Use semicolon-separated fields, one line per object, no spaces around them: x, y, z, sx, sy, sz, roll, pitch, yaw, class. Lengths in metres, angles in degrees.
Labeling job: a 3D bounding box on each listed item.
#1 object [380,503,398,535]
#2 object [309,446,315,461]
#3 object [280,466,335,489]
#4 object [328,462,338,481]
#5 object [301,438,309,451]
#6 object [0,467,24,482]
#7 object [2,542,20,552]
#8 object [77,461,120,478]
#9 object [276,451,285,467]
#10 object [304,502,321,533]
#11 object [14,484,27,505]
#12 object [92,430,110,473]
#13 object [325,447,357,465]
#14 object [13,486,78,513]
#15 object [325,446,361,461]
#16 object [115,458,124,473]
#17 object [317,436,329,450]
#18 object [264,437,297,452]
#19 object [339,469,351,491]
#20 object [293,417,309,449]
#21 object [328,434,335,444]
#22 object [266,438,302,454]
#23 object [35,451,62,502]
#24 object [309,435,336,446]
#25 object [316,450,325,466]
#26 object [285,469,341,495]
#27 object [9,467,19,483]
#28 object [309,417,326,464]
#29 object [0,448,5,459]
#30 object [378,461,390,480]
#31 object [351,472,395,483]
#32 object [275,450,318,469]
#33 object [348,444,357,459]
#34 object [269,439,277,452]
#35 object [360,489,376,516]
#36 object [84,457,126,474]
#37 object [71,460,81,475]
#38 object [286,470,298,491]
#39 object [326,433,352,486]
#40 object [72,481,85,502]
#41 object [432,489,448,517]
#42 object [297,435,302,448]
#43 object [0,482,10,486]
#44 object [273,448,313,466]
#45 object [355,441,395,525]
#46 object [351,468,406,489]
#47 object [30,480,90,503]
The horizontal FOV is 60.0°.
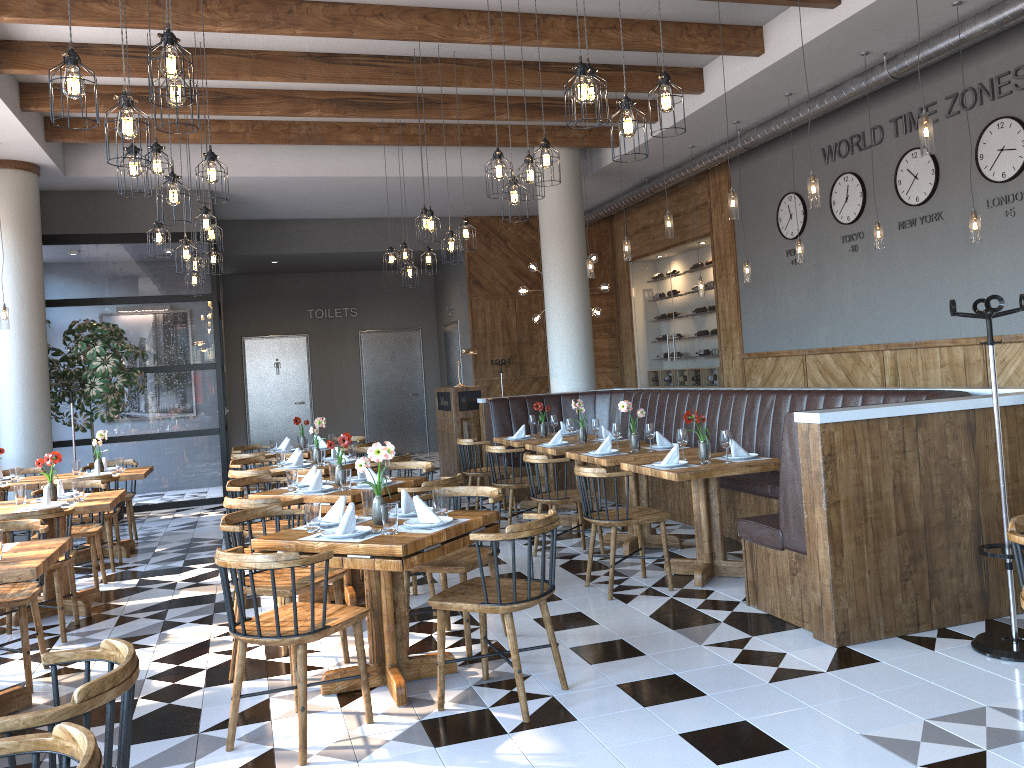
-0.548;0.609;3.989;0.080;0.132;0.080;-3;-1;-42;object
-1.802;0.631;8.062;0.080;0.132;0.080;-4;-1;-2;object
-1.398;0.631;6.118;0.272;0.137;0.352;-4;1;28;object
-1.261;0.622;6.286;0.080;0.132;0.080;-4;-1;-12;object
-2.161;0.636;9.276;0.080;0.132;0.080;-4;-1;-2;object
-4.732;0.824;8.194;0.352;0.137;0.271;-4;0;-17;object
-2.614;0.742;4.290;0.352;0.137;0.271;-4;0;-17;object
-3.723;0.760;7.948;0.352;0.137;0.271;-4;0;-17;object
-2.005;0.650;7.677;0.080;0.132;0.080;-4;-1;-2;object
-0.941;0.633;4.189;0.080;0.132;0.080;-3;-1;-42;object
-3.417;0.769;6.161;0.080;0.132;0.080;-3;-1;-32;object
-3.806;0.629;8.216;0.146;0.400;0.206;-3;-1;-24;object
-1.467;0.612;7.653;0.272;0.137;0.352;-4;1;28;object
-3.093;0.749;5.882;0.352;0.137;0.271;-4;0;-17;object
-1.583;0.614;8.012;0.351;0.137;0.272;-4;0;28;object
-3.619;0.752;8.180;0.080;0.132;0.080;-3;-1;-32;object
-2.019;0.621;9.452;0.272;0.137;0.352;-4;1;28;object
-2.496;0.650;9.697;0.272;0.137;0.352;-4;1;28;object
-1.070;0.618;5.700;0.080;0.132;0.080;-4;-1;-2;object
-2.291;0.528;9.599;0.171;0.355;0.156;-4;-1;30;object
-1.965;0.617;9.671;0.080;0.132;0.080;-4;-1;8;object
-2.380;0.647;9.337;0.351;0.137;0.272;-4;0;28;object
-3.172;0.642;6.086;0.156;0.355;0.170;-3;-1;-38;object
-2.135;0.624;9.811;0.351;0.137;0.272;-4;0;28;object
-1.612;0.627;7.477;0.080;0.132;0.080;-4;-1;-2;object
-1.282;0.629;5.759;0.351;0.137;0.272;-4;0;28;object
-4.447;0.811;7.925;0.080;0.132;0.080;-4;-1;-2;object
-1.692;0.493;7.774;0.146;0.400;0.206;-4;-1;-5;object
-4.662;0.713;7.979;0.156;0.355;0.170;-3;-1;-41;object
-0.875;0.599;6.095;0.080;0.132;0.080;-4;-1;-12;object
-1.037;0.605;6.232;0.351;0.137;0.272;-4;0;28;object
-1.827;0.638;7.538;0.351;0.137;0.272;-4;0;28;object
-1.417;0.608;7.872;0.080;0.132;0.080;-4;-1;-2;object
-2.553;0.659;9.477;0.080;0.132;0.080;-3;-1;-42;object
-0.738;0.613;4.574;0.080;0.132;0.080;-5;-1;38;object
-3.884;0.763;8.455;0.352;0.137;0.271;-4;0;-17;object
-4.050;0.780;8.235;0.080;0.132;0.080;-3;-1;-32;object
-1.463;0.641;5.901;0.080;0.132;0.080;-4;-1;-12;object
-1.144;0.507;5.969;0.171;0.355;0.156;-5;-1;38;object
-2.986;0.741;6.106;0.080;0.132;0.080;-3;-1;-32;object
-0.353;0.590;4.383;0.080;0.132;0.080;-5;-1;38;object
-2.351;0.640;9.862;0.080;0.132;0.080;-4;-1;8;object
-4.571;0.821;7.687;0.352;0.137;0.271;-4;0;-17;object
-1.944;0.640;7.898;0.272;0.137;0.352;-4;1;28;object
-0.650;0.478;4.254;0.206;0.400;0.146;-4;-1;3;object
-0.921;0.603;5.873;0.272;0.137;0.352;-4;1;28;object
-3.254;0.752;6.389;0.352;0.137;0.271;-4;0;-17;object
